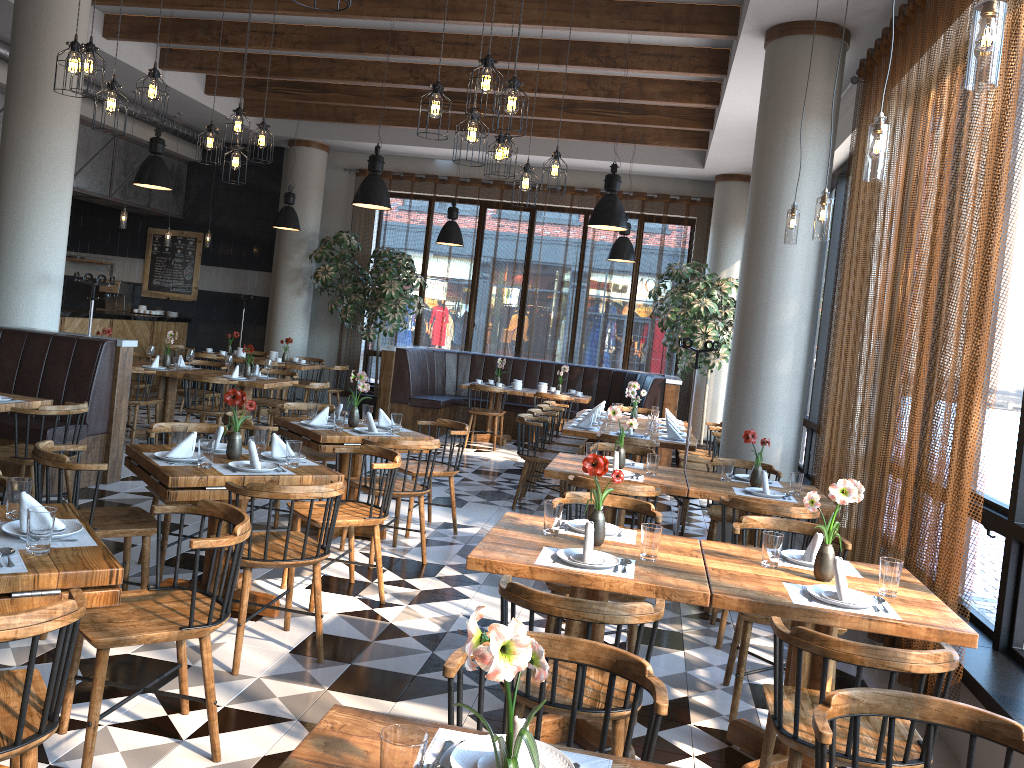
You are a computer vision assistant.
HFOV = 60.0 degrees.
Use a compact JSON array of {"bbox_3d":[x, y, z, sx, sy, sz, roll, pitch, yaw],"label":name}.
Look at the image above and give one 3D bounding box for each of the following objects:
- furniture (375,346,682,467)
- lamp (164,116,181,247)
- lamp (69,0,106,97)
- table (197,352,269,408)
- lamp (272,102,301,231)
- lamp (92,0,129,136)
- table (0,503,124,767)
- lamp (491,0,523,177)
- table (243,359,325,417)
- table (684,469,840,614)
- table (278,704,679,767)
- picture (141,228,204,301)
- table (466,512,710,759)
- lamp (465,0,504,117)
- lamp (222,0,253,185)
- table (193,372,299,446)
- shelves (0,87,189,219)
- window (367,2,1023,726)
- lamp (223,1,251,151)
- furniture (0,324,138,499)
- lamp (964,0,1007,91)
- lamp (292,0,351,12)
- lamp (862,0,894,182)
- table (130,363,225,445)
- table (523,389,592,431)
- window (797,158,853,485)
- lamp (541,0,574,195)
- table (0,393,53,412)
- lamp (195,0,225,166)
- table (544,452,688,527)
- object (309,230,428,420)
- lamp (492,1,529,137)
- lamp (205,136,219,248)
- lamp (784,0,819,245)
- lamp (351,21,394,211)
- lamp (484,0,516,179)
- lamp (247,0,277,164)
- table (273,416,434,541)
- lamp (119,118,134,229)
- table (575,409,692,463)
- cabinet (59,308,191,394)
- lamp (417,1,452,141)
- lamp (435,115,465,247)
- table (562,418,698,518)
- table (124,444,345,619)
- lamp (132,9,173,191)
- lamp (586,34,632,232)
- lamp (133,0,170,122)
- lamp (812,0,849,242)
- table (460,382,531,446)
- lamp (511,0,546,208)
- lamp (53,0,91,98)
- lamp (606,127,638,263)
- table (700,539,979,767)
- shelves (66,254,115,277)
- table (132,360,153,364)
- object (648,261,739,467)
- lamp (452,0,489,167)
[{"bbox_3d":[0.291,0.252,12.622,4.041,1.149,1.919,7,3,9],"label":"furniture"},{"bbox_3d":[-4.756,-2.917,12.475,0.078,1.962,0.078,7,1,38],"label":"lamp"},{"bbox_3d":[-2.414,-2.752,5.234,0.175,2.069,0.175,6,1,-20],"label":"lamp"},{"bbox_3d":[-4.045,-0.024,12.521,0.851,0.763,0.851,7,3,9],"label":"table"},{"bbox_3d":[-2.994,-3.052,12.139,0.389,1.863,0.391,5,2,-33],"label":"lamp"},{"bbox_3d":[-2.234,-2.494,5.135,0.175,2.069,0.175,6,1,-20],"label":"lamp"},{"bbox_3d":[-1.762,0.845,2.689,0.862,0.763,0.867,4,3,-36],"label":"table"},{"bbox_3d":[0.047,-2.558,6.454,0.175,2.069,0.175,6,1,-5],"label":"lamp"},{"bbox_3d":[-3.207,0.077,12.384,0.851,0.763,0.851,7,3,9],"label":"table"},{"bbox_3d":[1.477,1.023,5.536,0.851,0.763,0.851,7,3,9],"label":"table"},{"bbox_3d":[-0.064,1.115,1.372,0.851,0.763,0.851,7,3,9],"label":"table"},{"bbox_3d":[-5.577,-1.954,14.545,0.981,1.141,0.020,7,1,9],"label":"picture"},{"bbox_3d":[0.283,1.019,3.500,0.851,0.763,0.851,7,3,9],"label":"table"},{"bbox_3d":[-0.042,-2.454,4.647,0.175,2.069,0.175,7,1,28],"label":"lamp"},{"bbox_3d":[-2.032,-2.576,6.802,0.175,2.069,0.175,7,1,27],"label":"lamp"},{"bbox_3d":[-2.845,0.311,9.292,0.851,0.763,0.851,7,3,9],"label":"table"},{"bbox_3d":[-6.196,-2.669,11.694,0.682,1.793,5.869,7,3,9],"label":"shelves"},{"bbox_3d":[1.758,-0.650,7.512,4.487,3.161,15.169,6,4,-14],"label":"window"},{"bbox_3d":[-1.944,-2.785,6.575,0.175,2.069,0.175,7,1,27],"label":"lamp"},{"bbox_3d":[-4.573,0.252,4.115,1.919,1.149,6.593,7,4,9],"label":"furniture"},{"bbox_3d":[1.341,-1.756,2.312,0.078,1.962,0.078,6,1,-1],"label":"lamp"},{"bbox_3d":[-0.446,-2.134,2.535,0.175,2.069,0.175,6,1,4],"label":"lamp"},{"bbox_3d":[1.523,-1.774,3.454,0.078,1.962,0.078,7,1,17],"label":"lamp"},{"bbox_3d":[-3.682,0.211,9.428,0.851,0.763,0.851,7,3,9],"label":"table"},{"bbox_3d":[0.590,0.519,12.005,0.851,0.763,0.851,7,3,9],"label":"table"},{"bbox_3d":[3.170,-0.633,9.717,0.365,3.162,4.970,6,3,9],"label":"window"},{"bbox_3d":[0.407,-2.414,6.395,0.175,2.069,0.175,5,1,-38],"label":"lamp"},{"bbox_3d":[-3.628,0.454,5.649,0.851,0.763,0.851,7,3,9],"label":"table"},{"bbox_3d":[-2.237,-2.732,6.827,0.175,2.069,0.175,6,1,-6],"label":"lamp"},{"bbox_3d":[0.637,0.922,5.673,0.851,0.763,0.851,7,3,9],"label":"table"},{"bbox_3d":[-2.221,-0.875,13.100,1.752,2.778,1.483,6,2,-10],"label":"object"},{"bbox_3d":[0.094,-2.392,4.800,0.175,2.069,0.175,7,1,17],"label":"lamp"},{"bbox_3d":[-4.566,-3.071,13.568,0.078,1.962,0.078,7,2,41],"label":"lamp"},{"bbox_3d":[1.873,-1.863,5.608,0.078,1.962,0.078,6,1,-15],"label":"lamp"},{"bbox_3d":[-1.255,-2.635,8.544,0.390,1.863,0.391,6,1,-3],"label":"lamp"},{"bbox_3d":[0.004,-2.493,6.250,0.175,2.069,0.175,6,1,-16],"label":"lamp"},{"bbox_3d":[-1.811,-2.723,6.730,0.175,2.069,0.175,7,1,16],"label":"lamp"},{"bbox_3d":[-1.173,0.683,6.300,0.862,0.763,0.867,4,3,-36],"label":"table"},{"bbox_3d":[-4.916,-2.982,11.414,0.078,1.962,0.078,7,1,17],"label":"lamp"},{"bbox_3d":[1.250,0.755,9.395,1.217,0.763,1.215,7,3,13],"label":"table"},{"bbox_3d":[-7.277,-0.537,11.810,3.030,1.163,5.998,7,4,9],"label":"cabinet"},{"bbox_3d":[-0.330,-2.401,4.904,0.175,2.069,0.175,6,1,-5],"label":"lamp"},{"bbox_3d":[-0.729,-2.780,11.770,0.391,1.863,0.390,7,1,12],"label":"lamp"},{"bbox_3d":[1.047,0.811,8.150,1.217,0.763,1.215,7,3,13],"label":"table"},{"bbox_3d":[-1.463,0.763,4.524,0.862,0.763,0.867,4,3,-36],"label":"table"},{"bbox_3d":[-3.520,-2.907,8.913,0.390,1.863,0.391,6,1,-13],"label":"lamp"},{"bbox_3d":[0.985,-2.365,8.180,0.390,1.863,0.391,6,1,-13],"label":"lamp"},{"bbox_3d":[-2.051,-2.614,5.276,0.175,2.069,0.175,7,1,36],"label":"lamp"},{"bbox_3d":[1.683,-1.708,4.515,0.078,1.962,0.078,5,2,-41],"label":"lamp"},{"bbox_3d":[-0.247,0.418,12.141,0.851,0.763,0.851,7,3,9],"label":"table"},{"bbox_3d":[0.193,-2.300,6.304,0.175,2.069,0.175,6,1,-5],"label":"lamp"},{"bbox_3d":[-2.402,-2.681,5.028,0.175,2.069,0.175,6,1,-31],"label":"lamp"},{"bbox_3d":[1.511,-2.510,11.405,0.391,1.863,0.390,7,1,22],"label":"lamp"},{"bbox_3d":[1.123,1.120,3.363,0.851,0.763,0.851,7,3,9],"label":"table"},{"bbox_3d":[-7.142,-1.970,14.661,1.042,0.297,0.300,7,2,9],"label":"shelves"},{"bbox_3d":[-4.519,0.110,9.564,0.851,0.763,0.851,7,3,9],"label":"table"},{"bbox_3d":[2.261,-0.299,11.778,1.477,2.778,1.759,5,2,-33],"label":"object"},{"bbox_3d":[-0.126,-2.246,4.875,0.175,2.069,0.175,7,1,28],"label":"lamp"}]
